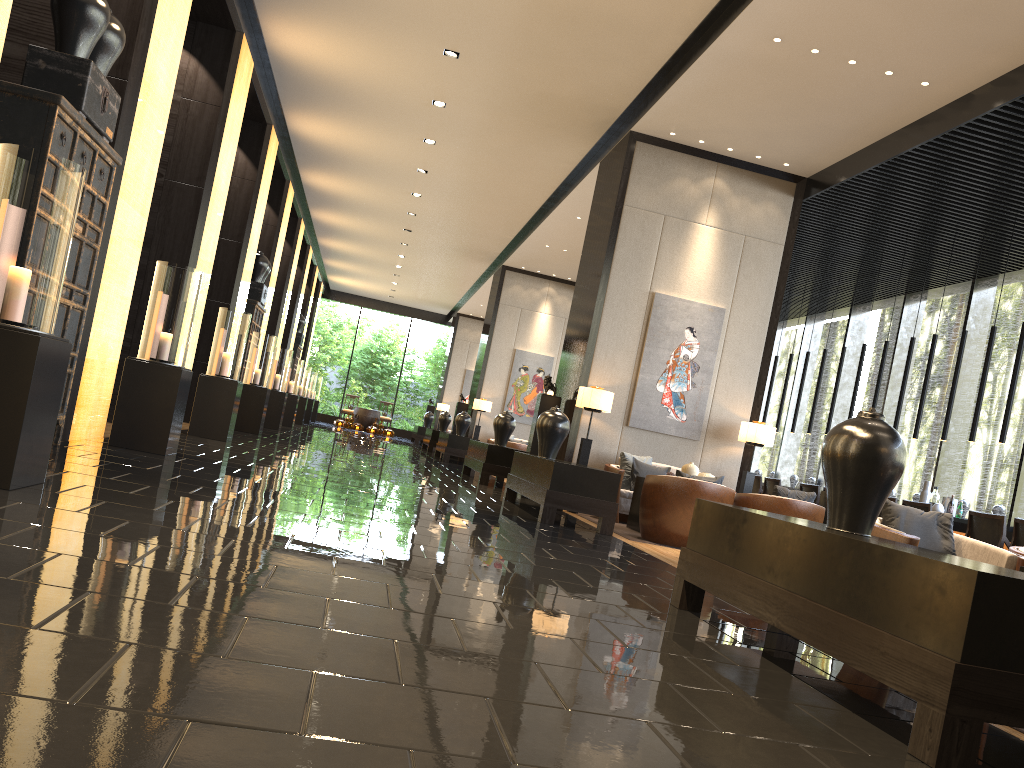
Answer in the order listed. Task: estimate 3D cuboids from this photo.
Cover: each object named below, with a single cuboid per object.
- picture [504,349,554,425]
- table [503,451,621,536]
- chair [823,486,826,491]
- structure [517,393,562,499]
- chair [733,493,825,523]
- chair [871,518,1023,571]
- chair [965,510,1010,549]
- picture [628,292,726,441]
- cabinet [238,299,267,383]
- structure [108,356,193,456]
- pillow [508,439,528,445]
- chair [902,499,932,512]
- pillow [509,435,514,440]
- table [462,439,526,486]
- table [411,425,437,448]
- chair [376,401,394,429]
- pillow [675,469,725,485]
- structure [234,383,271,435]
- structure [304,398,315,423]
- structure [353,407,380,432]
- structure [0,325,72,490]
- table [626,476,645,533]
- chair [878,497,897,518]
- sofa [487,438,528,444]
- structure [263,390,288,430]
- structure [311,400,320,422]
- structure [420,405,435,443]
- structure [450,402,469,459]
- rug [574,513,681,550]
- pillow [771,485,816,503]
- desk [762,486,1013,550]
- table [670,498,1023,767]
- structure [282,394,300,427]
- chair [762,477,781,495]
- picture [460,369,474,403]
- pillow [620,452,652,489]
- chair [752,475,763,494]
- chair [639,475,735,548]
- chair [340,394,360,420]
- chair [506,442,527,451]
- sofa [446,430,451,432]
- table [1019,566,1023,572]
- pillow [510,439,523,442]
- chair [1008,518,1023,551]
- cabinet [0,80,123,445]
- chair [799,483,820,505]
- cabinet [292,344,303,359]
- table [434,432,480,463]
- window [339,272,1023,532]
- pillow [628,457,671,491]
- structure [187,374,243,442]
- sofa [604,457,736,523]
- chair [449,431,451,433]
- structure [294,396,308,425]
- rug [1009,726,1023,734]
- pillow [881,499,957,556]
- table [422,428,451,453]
[{"bbox_3d":[0.342,0.087,18.606,0.836,1.501,0.037,12,0,-10],"label":"picture"},{"bbox_3d":[0.418,0.971,8.231,0.621,0.512,1.959,12,-3,-9],"label":"table"},{"bbox_3d":[3.915,1.673,10.493,0.564,0.826,0.525,12,-1,-9],"label":"chair"},{"bbox_3d":[0.316,0.727,10.179,0.240,1.217,0.240,11,0,-9],"label":"structure"},{"bbox_3d":[2.347,1.295,7.809,0.805,0.604,0.605,12,-2,-9],"label":"chair"},{"bbox_3d":[2.001,0.998,4.310,0.805,0.604,0.605,12,-2,-9],"label":"chair"},{"bbox_3d":[4.347,1.593,7.928,0.564,0.826,0.525,12,-1,-9],"label":"chair"},{"bbox_3d":[1.827,-0.187,9.791,0.836,1.501,0.037,12,0,-10],"label":"picture"},{"bbox_3d":[-4.361,-0.341,13.820,0.548,1.922,1.186,11,-1,-9],"label":"cabinet"},{"bbox_3d":[-2.696,0.167,6.632,0.403,0.657,0.402,12,-1,-9],"label":"structure"},{"bbox_3d":[0.106,1.179,16.294,0.442,0.338,0.205,11,-1,-3],"label":"pillow"},{"bbox_3d":[4.179,1.624,8.927,0.564,0.826,0.525,12,-1,-9],"label":"chair"},{"bbox_3d":[-0.147,1.219,18.213,0.435,0.399,0.200,13,-2,-31],"label":"pillow"},{"bbox_3d":[-0.224,1.090,12.043,0.621,0.512,1.959,12,-3,-9],"label":"table"},{"bbox_3d":[-2.561,1.522,25.919,0.621,0.512,1.959,12,-3,-9],"label":"table"},{"bbox_3d":[-4.196,1.114,29.039,0.521,1.075,0.535,12,-1,-9],"label":"chair"},{"bbox_3d":[1.579,0.906,7.547,0.442,0.338,0.205,11,-1,-3],"label":"pillow"},{"bbox_3d":[-3.671,0.347,12.421,0.403,0.657,0.402,12,-1,-9],"label":"structure"},{"bbox_3d":[-5.621,0.708,24.000,0.403,0.657,0.402,12,-1,-9],"label":"structure"},{"bbox_3d":[-4.672,1.152,28.269,0.877,0.709,0.872,12,-2,-21],"label":"structure"},{"bbox_3d":[-2.216,0.078,3.783,0.403,0.657,0.402,12,-1,-9],"label":"structure"},{"bbox_3d":[1.736,1.264,8.605,1.044,0.517,0.575,12,-2,-10],"label":"table"},{"bbox_3d":[4.083,1.642,9.494,0.564,0.826,0.525,12,-1,-9],"label":"chair"},{"bbox_3d":[0.152,1.481,18.170,1.451,0.693,0.602,12,-2,-9],"label":"sofa"},{"bbox_3d":[-4.159,0.437,15.316,0.403,0.657,0.402,12,-1,-9],"label":"structure"},{"bbox_3d":[-6.109,0.798,26.895,0.403,0.657,0.402,12,-1,-9],"label":"structure"},{"bbox_3d":[-2.663,1.277,27.867,0.240,1.217,0.240,11,0,-9],"label":"structure"},{"bbox_3d":[-1.172,1.002,19.011,0.240,1.217,0.240,11,0,-9],"label":"structure"},{"bbox_3d":[1.735,1.527,8.610,1.961,0.008,2.241,12,-4,-9],"label":"rug"},{"bbox_3d":[2.409,1.079,7.693,0.399,0.362,0.222,12,-1,-9],"label":"pillow"},{"bbox_3d":[3.534,1.915,14.916,1.783,0.759,28.722,12,-4,-9],"label":"desk"},{"bbox_3d":[1.256,0.817,3.258,0.621,0.512,1.959,12,-3,-9],"label":"table"},{"bbox_3d":[-4.646,0.527,18.211,0.403,0.657,0.402,12,-1,-9],"label":"structure"},{"bbox_3d":[3.652,1.722,12.058,0.564,0.826,0.525,12,-1,-9],"label":"chair"},{"bbox_3d":[-1.154,0.364,27.487,0.836,1.501,0.037,12,0,-10],"label":"picture"},{"bbox_3d":[1.326,0.947,9.466,0.435,0.399,0.200,13,-2,-31],"label":"pillow"},{"bbox_3d":[3.556,1.739,12.625,0.564,0.826,0.525,12,-1,-9],"label":"chair"},{"bbox_3d":[1.521,1.119,7.665,0.805,0.604,0.605,12,-2,-9],"label":"chair"},{"bbox_3d":[-5.286,0.883,28.849,0.521,1.075,0.535,12,-1,-9],"label":"chair"},{"bbox_3d":[0.047,1.392,16.411,0.805,0.604,0.605,12,-2,-9],"label":"chair"},{"bbox_3d":[-1.347,1.758,27.068,1.451,0.693,0.602,12,-2,-9],"label":"sofa"},{"bbox_3d":[2.602,1.104,3.465,1.044,0.517,0.575,12,-2,-10],"label":"table"},{"bbox_3d":[-0.028,1.255,18.077,0.473,0.361,0.219,12,-1,-13],"label":"pillow"},{"bbox_3d":[4.443,1.576,7.361,0.564,0.826,0.525,12,-1,-9],"label":"chair"},{"bbox_3d":[-2.904,-0.610,5.171,0.548,1.922,1.186,11,-1,-9],"label":"cabinet"},{"bbox_3d":[3.820,1.691,11.059,0.564,0.826,0.525,12,-1,-9],"label":"chair"},{"bbox_3d":[-5.825,-0.070,22.513,0.548,1.922,1.186,11,-1,-9],"label":"cabinet"},{"bbox_3d":[-1.069,1.246,17.063,0.621,0.512,1.959,12,-3,-9],"label":"table"},{"bbox_3d":[-0.344,-0.649,14.712,12.076,4.223,31.872,12,-4,-9],"label":"window"},{"bbox_3d":[1.445,0.983,9.330,0.473,0.361,0.219,12,-1,-13],"label":"pillow"},{"bbox_3d":[-3.183,0.257,9.526,0.403,0.657,0.402,12,-1,-9],"label":"structure"},{"bbox_3d":[1.625,1.209,9.423,1.451,0.693,0.602,12,-2,-9],"label":"sofa"},{"bbox_3d":[-1.451,1.669,25.310,0.805,0.604,0.605,12,-2,-9],"label":"chair"},{"bbox_3d":[-5.134,0.617,21.105,0.403,0.657,0.402,12,-1,-9],"label":"structure"},{"bbox_3d":[2.589,1.369,3.539,2.044,0.008,2.241,12,-4,-9],"label":"rug"},{"bbox_3d":[2.025,0.789,4.428,0.399,0.362,0.222,12,-1,-9],"label":"pillow"},{"bbox_3d":[-1.711,1.365,20.875,0.621,0.512,1.959,12,-3,-9],"label":"table"}]
